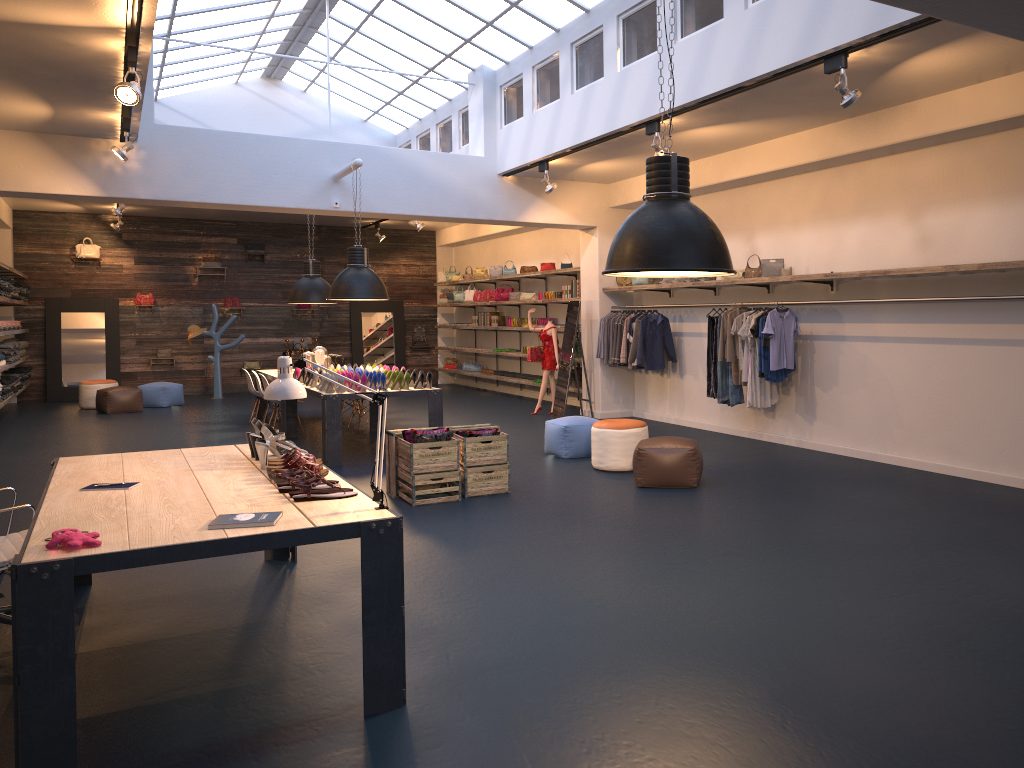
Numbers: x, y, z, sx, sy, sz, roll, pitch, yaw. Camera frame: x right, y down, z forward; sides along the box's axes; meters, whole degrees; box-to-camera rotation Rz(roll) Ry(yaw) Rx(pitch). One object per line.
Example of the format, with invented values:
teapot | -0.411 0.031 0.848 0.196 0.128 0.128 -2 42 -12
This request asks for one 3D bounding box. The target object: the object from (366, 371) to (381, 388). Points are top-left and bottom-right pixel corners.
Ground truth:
object | -1.530 -0.044 9.555 0.216 0.195 0.225 -2 3 -27

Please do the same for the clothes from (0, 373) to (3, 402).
clothes | -6.941 0.060 11.494 0.282 0.455 0.318 -1 2 -14

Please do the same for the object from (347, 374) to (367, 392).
object | -1.627 -0.014 9.168 0.217 0.195 0.224 -2 3 -30

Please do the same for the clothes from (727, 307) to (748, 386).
clothes | 2.749 -0.447 10.346 0.562 0.946 0.170 -1 1 -33

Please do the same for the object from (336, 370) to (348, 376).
object | -1.935 -0.066 9.868 0.213 0.195 0.229 -1 3 -19

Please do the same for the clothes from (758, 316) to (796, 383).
clothes | 2.999 -0.397 9.825 0.526 0.769 0.116 -1 1 -30

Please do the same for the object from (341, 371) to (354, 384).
object | -1.842 -0.049 9.640 0.215 0.195 0.227 -1 3 -22

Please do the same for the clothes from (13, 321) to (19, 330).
clothes | -8.498 -0.989 14.620 0.344 0.154 0.326 -3 4 -32

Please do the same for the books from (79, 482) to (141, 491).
books | -1.842 0.466 3.987 0.209 0.018 0.135 -1 4 -7

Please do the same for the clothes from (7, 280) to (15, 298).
clothes | -7.577 -1.413 12.831 0.374 0.299 0.289 -1 3 -21

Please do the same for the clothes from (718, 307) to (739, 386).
clothes | 2.710 -0.454 10.442 0.562 0.946 0.170 -1 1 -33

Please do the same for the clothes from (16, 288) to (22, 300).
clothes | -8.304 -1.496 14.245 0.447 0.251 0.322 -2 4 -30

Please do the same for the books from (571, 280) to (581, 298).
books | 1.187 -1.524 13.897 0.257 0.288 0.594 -1 4 -27

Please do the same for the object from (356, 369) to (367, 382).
object | -1.744 -0.076 9.991 0.216 0.195 0.225 -2 3 -27

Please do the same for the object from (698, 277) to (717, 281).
object | 2.493 -1.370 11.081 0.252 0.136 0.166 -1 3 -8

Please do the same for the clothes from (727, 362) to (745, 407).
clothes | 2.692 -0.293 10.564 0.219 1.135 0.220 -1 1 -20

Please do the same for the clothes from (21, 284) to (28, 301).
clothes | -8.523 -1.565 14.879 0.395 0.299 0.296 -3 3 -38

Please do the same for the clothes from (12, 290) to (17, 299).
clothes | -7.985 -1.445 13.556 0.447 0.251 0.322 -2 4 -30

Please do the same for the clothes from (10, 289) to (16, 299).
clothes | -7.831 -1.420 13.219 0.438 0.251 0.329 -1 3 -18

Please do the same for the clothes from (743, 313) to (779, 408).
clothes | 2.901 -0.270 10.051 0.538 1.108 0.121 -1 1 -30

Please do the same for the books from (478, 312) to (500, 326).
books | -0.476 -1.324 17.713 0.257 0.288 0.594 -1 4 -27

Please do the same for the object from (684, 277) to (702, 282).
object | 2.365 -1.390 11.358 0.252 0.136 0.166 -1 3 -8

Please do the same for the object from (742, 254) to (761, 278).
object | 2.902 -1.403 10.412 0.271 0.299 0.111 1 2 33

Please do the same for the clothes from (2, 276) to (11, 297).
clothes | -7.320 -1.372 12.276 0.395 0.299 0.296 -3 3 -38

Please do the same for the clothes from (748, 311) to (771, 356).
clothes | 2.930 -0.545 9.963 0.560 0.585 0.072 -2 1 -30

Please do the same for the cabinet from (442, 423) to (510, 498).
cabinet | -0.307 0.662 7.616 0.505 0.548 0.517 -1 3 -27

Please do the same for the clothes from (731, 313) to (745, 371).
clothes | 2.807 -0.499 10.217 0.591 0.685 0.108 -2 1 -30

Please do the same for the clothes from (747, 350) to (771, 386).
clothes | 2.871 -0.348 10.099 0.354 0.876 0.086 -1 1 -28

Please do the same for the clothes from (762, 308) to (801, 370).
clothes | 3.039 -0.505 9.721 0.591 0.699 0.114 -2 1 -31

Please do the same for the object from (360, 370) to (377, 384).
object | -1.616 -0.061 9.784 0.217 0.195 0.224 -2 3 -29

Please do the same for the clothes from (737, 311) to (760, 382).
clothes | 2.845 -0.442 10.143 0.548 0.831 0.131 -1 1 -27

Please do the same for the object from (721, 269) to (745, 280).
object | 2.726 -1.355 10.659 0.352 0.174 0.239 1 3 13

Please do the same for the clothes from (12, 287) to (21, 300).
clothes | -8.150 -1.471 13.908 0.438 0.251 0.329 -1 3 -18

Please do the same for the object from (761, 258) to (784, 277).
object | 3.034 -1.347 10.120 0.262 0.230 0.083 1 1 19

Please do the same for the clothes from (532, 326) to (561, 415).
clothes | 0.574 -0.216 13.610 0.499 1.384 0.319 -1 1 -41

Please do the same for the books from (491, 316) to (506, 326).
books | -0.272 -1.253 17.303 0.195 0.213 0.306 -1 3 -27

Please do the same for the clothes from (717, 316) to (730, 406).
clothes | 2.592 -0.293 10.581 0.143 1.135 0.250 0 1 44

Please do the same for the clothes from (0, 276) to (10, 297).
clothes | -7.182 -1.352 12.005 0.396 0.299 0.305 -2 3 -25

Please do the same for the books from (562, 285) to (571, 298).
books | 0.972 -1.513 14.282 0.193 0.210 0.296 -1 3 -26

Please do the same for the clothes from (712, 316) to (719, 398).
clothes | 2.590 -0.323 10.716 0.247 1.047 0.137 -1 1 -29

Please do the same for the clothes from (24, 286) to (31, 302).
clothes | -8.780 -1.606 15.434 0.374 0.299 0.289 -1 3 -21

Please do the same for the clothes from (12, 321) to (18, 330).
clothes | -8.388 -0.961 14.324 0.362 0.159 0.310 -1 4 -7

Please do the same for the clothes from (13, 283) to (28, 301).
clothes | -8.385 -1.545 14.608 0.396 0.299 0.305 -2 3 -25

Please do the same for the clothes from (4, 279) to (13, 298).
clothes | -7.448 -1.393 12.553 0.378 0.299 0.284 -2 3 -27

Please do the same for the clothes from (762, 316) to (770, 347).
clothes | 2.977 -0.584 9.794 0.491 0.371 0.128 -2 2 -30

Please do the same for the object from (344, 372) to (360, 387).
object | -1.742 -0.032 9.408 0.216 0.195 0.225 -2 3 -27

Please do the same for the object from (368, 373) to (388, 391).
object | -1.432 -0.025 9.301 0.213 0.195 0.229 -1 3 -19

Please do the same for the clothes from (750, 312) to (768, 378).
clothes | 2.949 -0.449 9.909 0.602 0.751 0.129 -1 1 -27

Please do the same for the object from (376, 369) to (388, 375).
object | -1.530 -0.085 10.090 0.216 0.195 0.225 -2 3 -27

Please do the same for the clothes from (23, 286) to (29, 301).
clothes | -8.652 -1.585 15.156 0.378 0.299 0.284 -2 3 -27

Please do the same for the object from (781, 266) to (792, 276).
object | 3.122 -1.281 9.876 0.128 0.133 0.082 0 2 8

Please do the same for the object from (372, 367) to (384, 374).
object | -1.617 -0.105 10.363 0.216 0.195 0.225 -2 3 -27

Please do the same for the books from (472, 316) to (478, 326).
books | -0.690 -1.312 18.099 0.193 0.210 0.296 -1 3 -26

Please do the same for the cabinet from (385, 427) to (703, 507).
cabinet | 0.350 0.656 7.660 2.932 0.547 0.711 -1 3 -16

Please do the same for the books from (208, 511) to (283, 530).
books | -1.007 0.516 3.292 0.235 0.017 0.172 -1 4 -10
